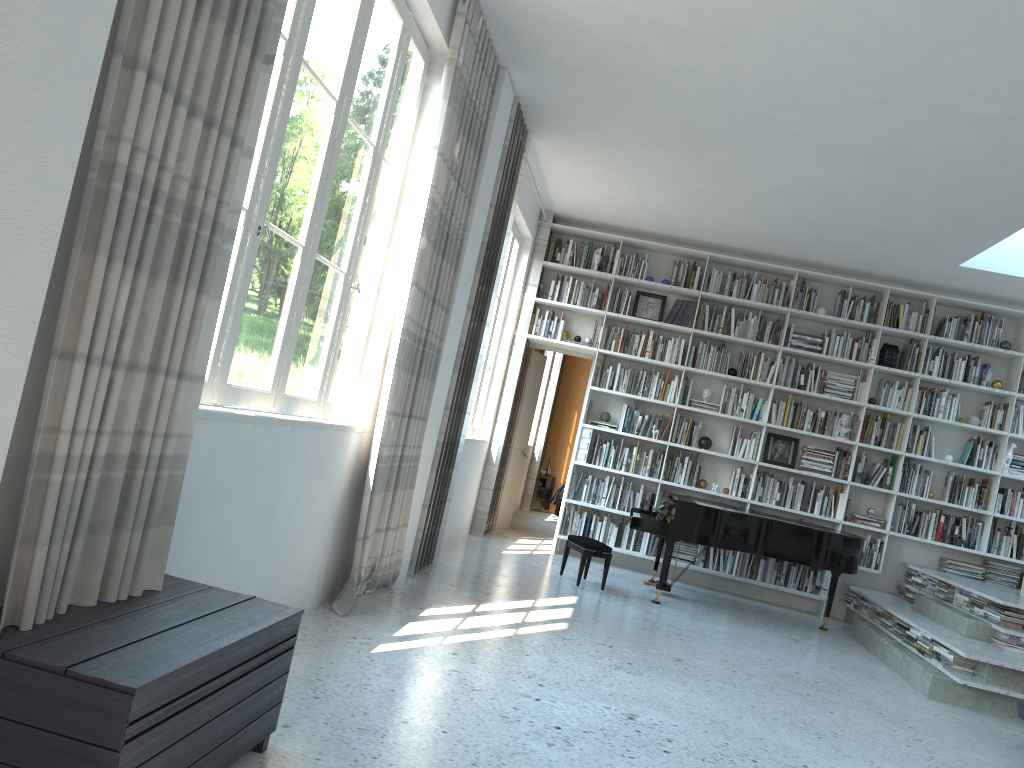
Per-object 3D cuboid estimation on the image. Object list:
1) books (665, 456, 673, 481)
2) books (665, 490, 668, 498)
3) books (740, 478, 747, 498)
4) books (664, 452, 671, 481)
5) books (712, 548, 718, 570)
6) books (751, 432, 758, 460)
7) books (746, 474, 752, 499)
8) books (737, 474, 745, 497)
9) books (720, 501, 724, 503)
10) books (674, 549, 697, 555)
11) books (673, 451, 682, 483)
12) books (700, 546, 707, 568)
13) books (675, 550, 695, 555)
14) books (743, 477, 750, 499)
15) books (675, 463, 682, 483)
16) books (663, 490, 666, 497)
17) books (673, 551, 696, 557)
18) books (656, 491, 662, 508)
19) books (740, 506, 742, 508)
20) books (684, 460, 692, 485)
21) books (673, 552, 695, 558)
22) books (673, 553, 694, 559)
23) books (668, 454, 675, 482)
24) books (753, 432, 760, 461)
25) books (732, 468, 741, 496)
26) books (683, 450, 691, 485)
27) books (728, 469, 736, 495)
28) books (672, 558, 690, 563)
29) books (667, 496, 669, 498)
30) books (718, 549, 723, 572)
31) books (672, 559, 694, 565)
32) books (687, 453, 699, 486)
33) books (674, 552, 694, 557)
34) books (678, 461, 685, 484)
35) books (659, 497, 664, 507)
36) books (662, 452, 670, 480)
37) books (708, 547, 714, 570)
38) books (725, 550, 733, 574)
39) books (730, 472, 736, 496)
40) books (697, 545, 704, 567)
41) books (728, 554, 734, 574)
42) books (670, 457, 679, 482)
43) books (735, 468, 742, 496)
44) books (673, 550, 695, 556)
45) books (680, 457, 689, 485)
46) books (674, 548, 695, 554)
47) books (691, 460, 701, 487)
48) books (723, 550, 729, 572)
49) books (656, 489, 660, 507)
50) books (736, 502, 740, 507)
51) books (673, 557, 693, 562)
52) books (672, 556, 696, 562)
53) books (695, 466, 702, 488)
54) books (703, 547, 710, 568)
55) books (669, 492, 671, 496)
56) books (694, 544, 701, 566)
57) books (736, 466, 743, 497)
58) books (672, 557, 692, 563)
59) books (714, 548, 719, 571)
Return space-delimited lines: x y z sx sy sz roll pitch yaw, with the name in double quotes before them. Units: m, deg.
"books" 1.515 0.819 8.566 0.030 0.239 0.157 12 -2 8
"books" 1.464 1.165 8.560 0.013 0.288 0.161 12 -2 8
"books" 2.208 0.991 8.484 0.031 0.194 0.142 12 -2 8
"books" 1.500 0.793 8.573 0.013 0.283 0.146 12 -2 8
"books" 1.930 1.650 8.452 0.011 0.232 0.174 12 -2 8
"books" 2.307 0.593 8.469 0.011 0.279 0.187 12 -2 8
"books" 2.262 0.979 8.491 0.019 0.242 0.107 12 -2 8
"books" 2.179 0.970 8.470 0.029 0.221 0.153 12 -2 8
"books" 1.983 1.273 8.496 0.025 0.294 0.134 12 -2 8
"books" 1.625 1.595 8.513 0.285 0.007 0.159 12 -3 8
"books" 1.596 0.798 8.556 0.014 0.313 0.166 12 -2 8
"books" 1.822 1.642 8.469 0.029 0.202 0.178 12 -3 8
"books" 1.623 1.601 8.510 0.285 0.007 0.159 12 -3 9
"books" 2.233 0.992 8.467 0.024 0.201 0.158 12 -2 8
"books" 1.603 0.860 8.556 0.024 0.196 0.157 12 -3 8
"books" 1.452 1.165 8.559 0.010 0.282 0.149 12 -2 8
"books" 1.619 1.614 8.500 0.285 0.007 0.159 12 -3 3
"books" 1.410 1.165 8.572 0.023 0.266 0.134 12 -2 8
"books" 2.142 1.308 8.459 0.021 0.289 0.160 12 -2 8
"books" 1.694 0.857 8.554 0.028 0.241 0.135 12 -2 8
"books" 1.616 1.627 8.502 0.285 0.007 0.159 12 -3 4
"books" 1.615 1.634 8.502 0.254 0.007 0.161 12 -3 4
"books" 1.538 0.806 8.556 0.012 0.272 0.181 12 -2 8
"books" 2.323 0.596 8.470 0.021 0.281 0.162 12 -2 8
"books" 2.135 0.936 8.476 0.027 0.269 0.159 12 -2 8
"books" 1.685 0.805 8.567 0.013 0.339 0.138 12 -2 8
"books" 2.101 0.937 8.491 0.012 0.254 0.161 12 -2 8
"books" 1.603 1.681 8.501 0.254 0.007 0.161 12 -3 12
"books" 1.483 1.194 8.538 0.023 0.237 0.173 12 -2 8
"books" 1.989 1.640 8.450 0.073 0.275 0.181 12 -2 8
"books" 1.603 1.688 8.510 0.285 0.007 0.159 12 -3 8
"books" 1.739 0.821 8.534 0.050 0.328 0.166 12 -2 8
"books" 1.619 1.621 8.509 0.254 0.007 0.161 12 -3 9
"books" 1.626 0.855 8.549 0.021 0.215 0.172 12 -3 8
"books" 1.427 1.195 8.562 0.026 0.213 0.140 12 -2 8
"books" 1.487 0.795 8.584 0.013 0.275 0.147 12 -2 8
"books" 1.897 1.632 8.460 0.062 0.253 0.178 12 -2 8
"books" 2.056 1.661 8.422 0.024 0.260 0.189 12 -2 8
"books" 2.112 0.954 8.496 0.015 0.225 0.148 12 -2 8
"books" 1.801 1.605 8.486 0.031 0.265 0.144 12 -2 8
"books" 2.073 1.707 8.434 0.024 0.179 0.171 12 -3 8
"books" 1.562 0.824 8.560 0.042 0.248 0.163 12 -2 8
"books" 2.155 0.937 8.488 0.010 0.277 0.155 12 -2 8
"books" 1.622 1.608 8.510 0.254 0.007 0.161 12 -3 9
"books" 1.655 0.833 8.543 0.027 0.269 0.185 12 -2 8
"books" 1.623 1.588 8.513 0.254 0.006 0.161 12 -3 8
"books" 1.768 0.861 8.525 0.027 0.261 0.163 12 -2 8
"books" 2.037 1.659 8.456 0.025 0.259 0.133 12 -2 8
"books" 1.396 1.152 8.574 0.012 0.285 0.159 12 -2 8
"books" 2.127 1.289 8.452 0.013 0.320 0.173 12 -2 8
"books" 1.607 1.668 8.507 0.254 0.007 0.161 12 -3 9
"books" 1.607 1.661 8.501 0.285 0.007 0.159 12 -3 4
"books" 1.789 0.892 8.536 0.023 0.212 0.160 12 -2 8
"books" 1.855 1.631 8.477 0.028 0.238 0.136 12 -2 8
"books" 1.514 1.183 8.560 0.026 0.273 0.146 12 -2 8
"books" 1.777 1.605 8.474 0.012 0.254 0.161 12 -2 8
"books" 2.167 0.932 8.482 0.014 0.290 0.132 12 -2 8
"books" 1.605 1.675 8.509 0.254 0.007 0.161 12 -3 8
"books" 1.945 1.630 8.443 0.012 0.274 0.180 12 -2 8
